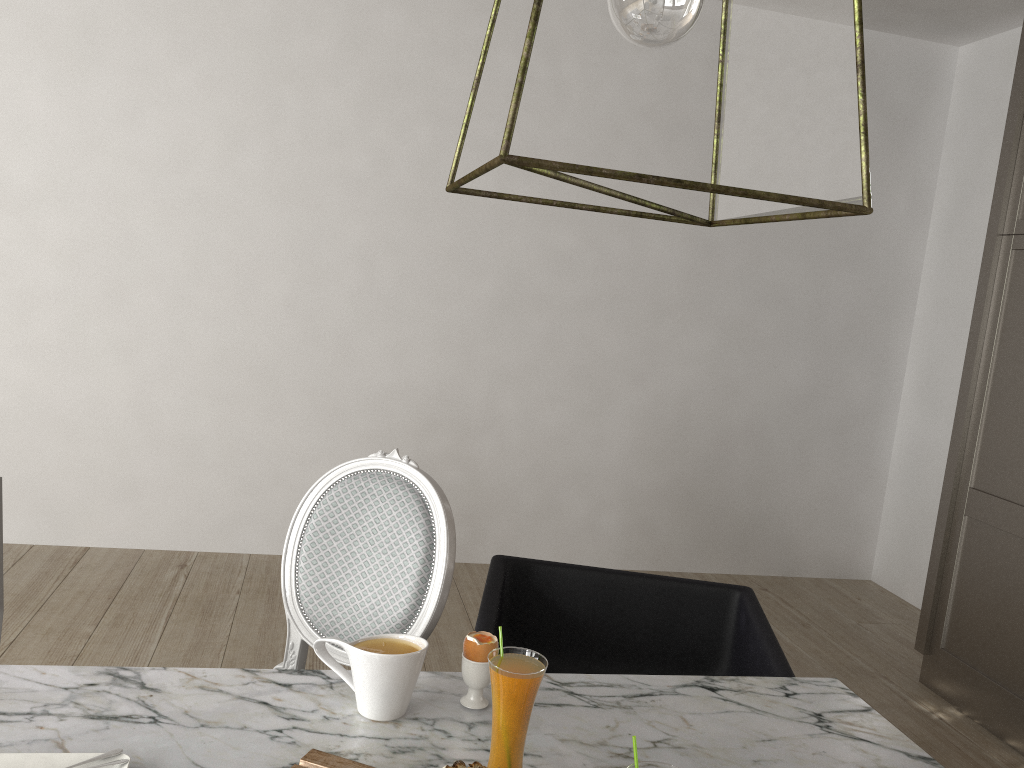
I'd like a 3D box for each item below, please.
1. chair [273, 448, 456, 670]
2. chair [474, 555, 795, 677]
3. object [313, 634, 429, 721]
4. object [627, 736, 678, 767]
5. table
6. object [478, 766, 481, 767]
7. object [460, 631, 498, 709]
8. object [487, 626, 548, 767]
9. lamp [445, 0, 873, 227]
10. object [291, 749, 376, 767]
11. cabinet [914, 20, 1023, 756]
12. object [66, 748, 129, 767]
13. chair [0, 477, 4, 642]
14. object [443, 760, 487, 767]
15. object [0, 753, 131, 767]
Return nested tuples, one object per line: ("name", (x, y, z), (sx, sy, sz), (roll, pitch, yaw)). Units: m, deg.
("chair", (-0.372, 0.549, 1.558), (0.480, 0.833, 0.505), (9, 7, 20))
("chair", (0.193, 0.716, 1.759), (0.569, 0.597, 0.609), (7, 7, 3))
("object", (-0.202, 0.390, 1.208), (0.170, 0.105, 0.110), (7, 7, 8))
("object", (0.128, 0.431, 0.815), (0.071, 0.188, 0.071), (7, 7, 8))
("table", (-0.266, 0.766, 0.913), (1.781, 0.583, 0.870), (5, 7, -12))
("object", (-0.025, 0.439, 0.918), (0.083, 0.057, 0.072), (1, 8, -36))
("object", (-0.048, 0.401, 1.249), (0.050, 0.101, 0.050), (4, 7, -16))
("object", (-0.001, 0.390, 1.040), (0.071, 0.188, 0.071), (7, 7, 8))
("lamp", (0.172, -0.716, 0.761), (0.584, 1.108, 0.584), (7, 7, 3))
("object", (-0.106, 0.479, 0.872), (0.360, 0.031, 0.260), (9, 7, 17))
("cabinet", (2.468, 0.246, 0.299), (0.947, 2.377, 5.433), (5, 7, -12))
("object", (-0.494, 0.427, 0.974), (0.132, 0.013, 0.032), (1, 9, -37))
("chair", (-1.027, 0.548, 1.367), (0.470, 0.745, 0.439), (3, 8, -27))
("object", (-0.049, 0.436, 0.933), (0.083, 0.055, 0.073), (2, 8, -36))
("object", (-0.517, 0.436, 0.897), (0.212, 0.014, 0.212), (5, 7, -13))
